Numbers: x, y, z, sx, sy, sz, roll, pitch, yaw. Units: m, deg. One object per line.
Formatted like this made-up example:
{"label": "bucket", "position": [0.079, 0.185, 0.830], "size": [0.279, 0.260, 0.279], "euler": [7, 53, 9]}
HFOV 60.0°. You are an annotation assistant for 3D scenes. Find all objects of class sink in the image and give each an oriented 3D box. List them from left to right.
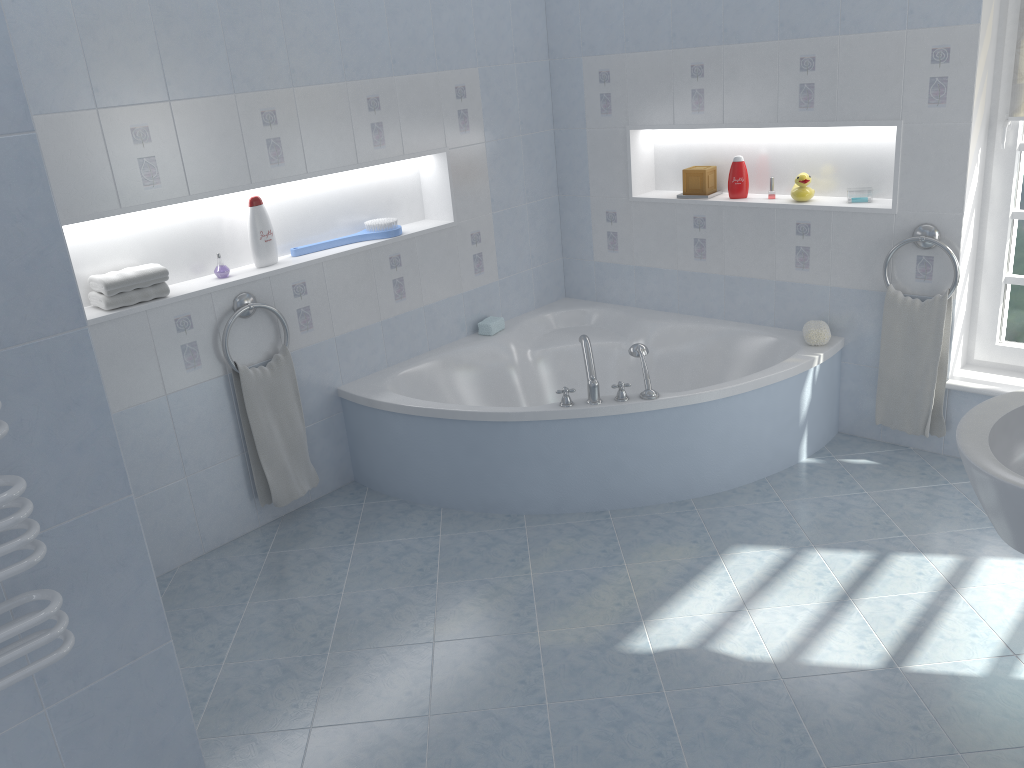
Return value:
{"label": "sink", "position": [1.253, 0.208, 1.912], "size": [0.533, 0.489, 0.634], "euler": [13, 28, 41]}

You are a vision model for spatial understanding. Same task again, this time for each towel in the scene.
{"label": "towel", "position": [-1.357, -0.374, 3.140], "size": [0.163, 0.062, 0.232], "euler": [15, 28, 43]}
{"label": "towel", "position": [-1.358, -0.322, 3.150], "size": [0.162, 0.060, 0.232], "euler": [15, 28, 43]}
{"label": "towel", "position": [-0.930, 0.174, 3.536], "size": [0.101, 0.634, 0.280], "euler": [12, 27, 39]}
{"label": "towel", "position": [1.629, -0.090, 3.590], "size": [0.280, 0.635, 0.083], "euler": [14, 28, 41]}

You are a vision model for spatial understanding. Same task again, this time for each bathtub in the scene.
{"label": "bathtub", "position": [0.347, 0.029, 3.859], "size": [1.596, 0.670, 1.578], "euler": [13, 27, 41]}

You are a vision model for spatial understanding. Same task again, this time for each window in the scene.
{"label": "window", "position": [2.084, -0.980, 3.098], "size": [0.758, 2.067, 0.142], "euler": [13, 28, 41]}

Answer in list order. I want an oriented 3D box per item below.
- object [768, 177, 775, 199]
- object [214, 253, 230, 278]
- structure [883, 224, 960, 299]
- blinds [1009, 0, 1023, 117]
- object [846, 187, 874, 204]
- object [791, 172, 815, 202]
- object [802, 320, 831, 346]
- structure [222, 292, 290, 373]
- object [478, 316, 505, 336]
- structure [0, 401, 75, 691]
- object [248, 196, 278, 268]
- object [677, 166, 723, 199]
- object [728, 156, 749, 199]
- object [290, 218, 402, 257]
{"label": "object", "position": [1.150, -0.868, 3.926], "size": [0.030, 0.096, 0.030], "euler": [0, 21, 15]}
{"label": "object", "position": [-1.115, -0.454, 3.395], "size": [0.059, 0.094, 0.059], "euler": [10, 26, 36]}
{"label": "structure", "position": [1.605, -0.458, 3.474], "size": [0.291, 0.332, 0.051], "euler": [13, 28, 41]}
{"label": "blinds", "position": [2.001, -1.399, 2.899], "size": [0.598, 1.032, 0.046], "euler": [13, 28, 41]}
{"label": "object", "position": [1.446, -0.785, 3.688], "size": [0.102, 0.053, 0.072], "euler": [2, 22, 18]}
{"label": "object", "position": [1.247, -0.848, 3.810], "size": [0.095, 0.122, 0.132], "euler": [-2, 21, 8]}
{"label": "object", "position": [1.299, -0.218, 3.781], "size": [0.105, 0.077, 0.165], "euler": [0, 21, 15]}
{"label": "structure", "position": [-0.993, -0.190, 3.417], "size": [0.051, 0.332, 0.291], "euler": [13, 28, 41]}
{"label": "object", "position": [-0.101, -0.284, 4.336], "size": [0.081, 0.059, 0.128], "euler": [7, 24, 29]}
{"label": "structure", "position": [-0.997, 0.102, 1.234], "size": [0.138, 0.950, 0.524], "euler": [13, 28, 41]}
{"label": "object", "position": [-0.994, -0.604, 3.510], "size": [0.063, 0.276, 0.134], "euler": [7, 24, 30]}
{"label": "object", "position": [0.879, -0.947, 4.153], "size": [0.160, 0.130, 0.160], "euler": [10, 26, 36]}
{"label": "object", "position": [1.019, -0.930, 3.993], "size": [0.092, 0.190, 0.044], "euler": [1, 21, 18]}
{"label": "object", "position": [-0.727, -0.644, 3.844], "size": [0.534, 0.065, 0.172], "euler": [-17, 24, -29]}
